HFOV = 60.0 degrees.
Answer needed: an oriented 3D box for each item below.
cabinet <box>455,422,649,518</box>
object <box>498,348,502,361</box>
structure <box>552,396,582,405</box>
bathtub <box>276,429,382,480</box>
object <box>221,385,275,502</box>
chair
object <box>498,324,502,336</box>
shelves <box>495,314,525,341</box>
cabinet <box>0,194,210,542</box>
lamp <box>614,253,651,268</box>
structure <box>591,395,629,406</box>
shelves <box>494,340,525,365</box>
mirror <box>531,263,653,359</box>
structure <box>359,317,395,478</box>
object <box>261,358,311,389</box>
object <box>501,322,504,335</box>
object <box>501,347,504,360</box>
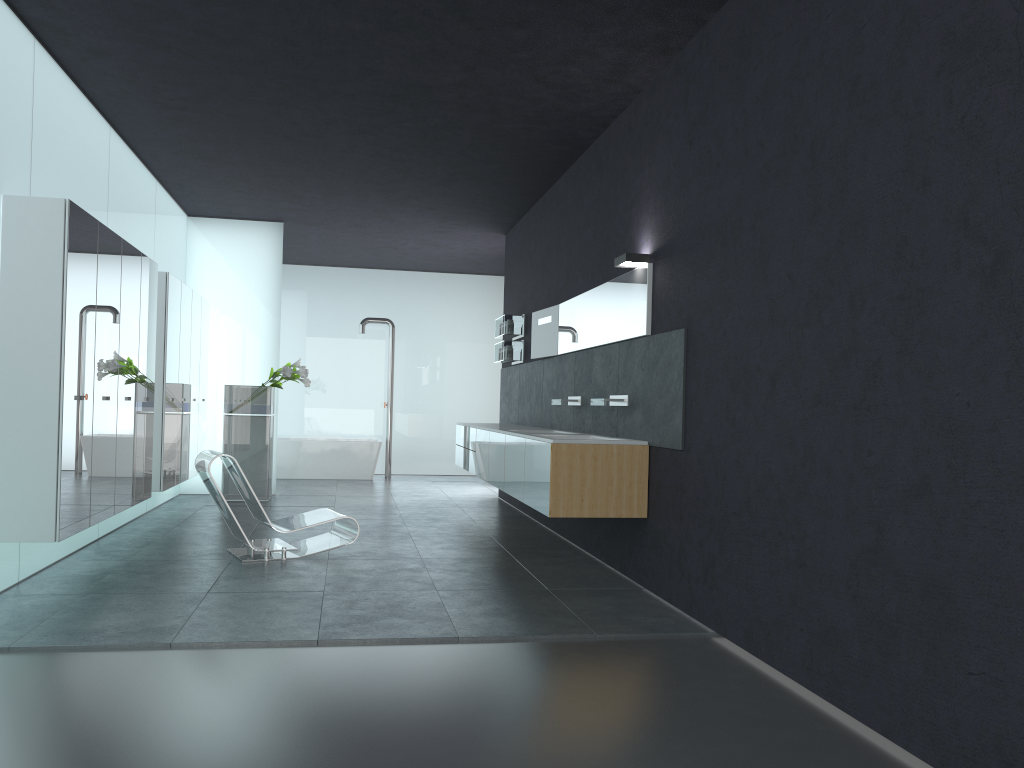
[{"bbox_3d":[0.121,0.744,9.145,0.734,0.556,5.583,2,-1,-11],"label":"cabinet"},{"bbox_3d":[-0.140,-0.384,11.826,0.096,0.184,0.067,2,0,-19],"label":"object"},{"bbox_3d":[0.519,0.162,8.550,0.186,0.088,0.482,2,-1,-11],"label":"structure"},{"bbox_3d":[-3.273,1.195,15.416,1.978,0.858,0.960,2,-1,-11],"label":"bathtub"},{"bbox_3d":[-3.467,0.771,11.679,0.585,1.491,0.575,2,0,-11],"label":"object"},{"bbox_3d":[-2.002,1.013,7.563,1.261,0.871,0.629,2,-1,-29],"label":"chair"},{"bbox_3d":[-0.131,-0.711,11.828,0.096,0.184,0.067,2,0,-19],"label":"object"},{"bbox_3d":[-0.031,-0.738,11.561,0.265,0.285,0.770,2,-1,-11],"label":"shelves"},{"bbox_3d":[-3.630,-0.032,8.626,0.398,2.215,6.005,2,-1,-11],"label":"cabinet"},{"bbox_3d":[0.908,-0.931,6.696,0.198,0.066,0.277,2,-1,-11],"label":"lamp"},{"bbox_3d":[0.779,0.132,7.155,0.186,0.088,0.482,2,-1,-11],"label":"structure"},{"bbox_3d":[-0.040,-0.411,11.560,0.265,0.285,0.770,2,-1,-11],"label":"shelves"},{"bbox_3d":[0.661,-0.587,8.352,0.109,0.532,3.723,2,-1,-12],"label":"mirror"},{"bbox_3d":[-2.402,0.270,15.576,0.643,2.871,0.123,2,0,-11],"label":"structure"},{"bbox_3d":[-3.146,0.008,11.585,1.024,0.779,0.974,2,-1,-18],"label":"object"},{"bbox_3d":[-0.092,-0.716,11.617,0.096,0.184,0.068,2,0,-2],"label":"object"},{"bbox_3d":[-0.101,-0.388,11.616,0.096,0.184,0.068,2,0,-2],"label":"object"}]
